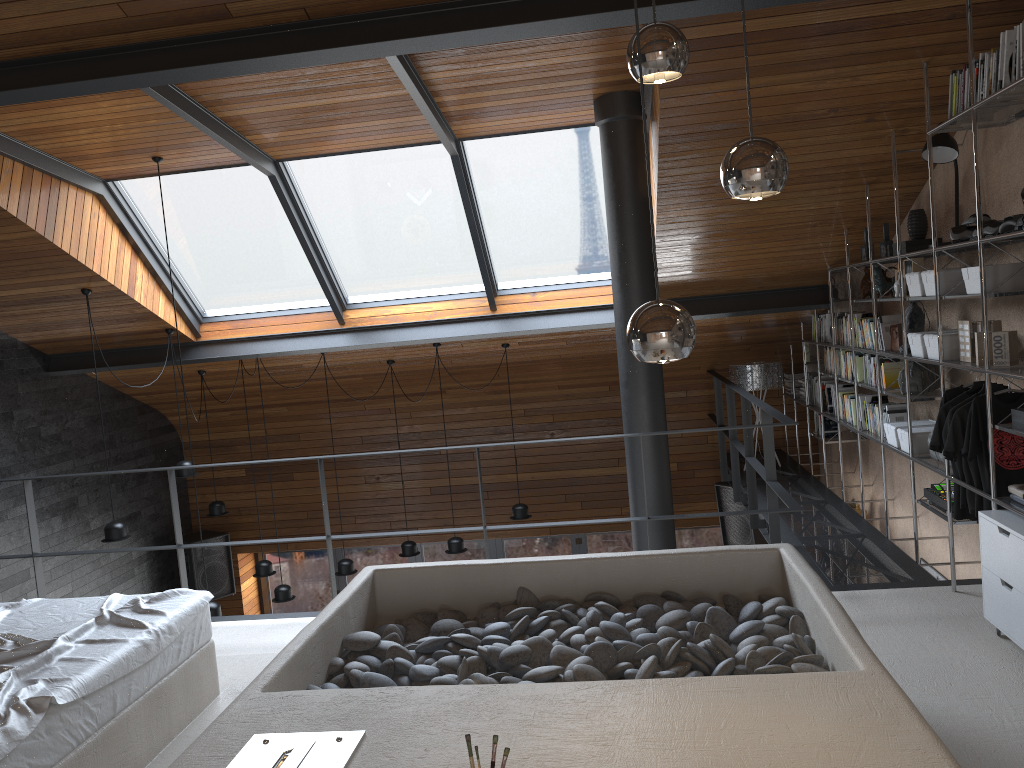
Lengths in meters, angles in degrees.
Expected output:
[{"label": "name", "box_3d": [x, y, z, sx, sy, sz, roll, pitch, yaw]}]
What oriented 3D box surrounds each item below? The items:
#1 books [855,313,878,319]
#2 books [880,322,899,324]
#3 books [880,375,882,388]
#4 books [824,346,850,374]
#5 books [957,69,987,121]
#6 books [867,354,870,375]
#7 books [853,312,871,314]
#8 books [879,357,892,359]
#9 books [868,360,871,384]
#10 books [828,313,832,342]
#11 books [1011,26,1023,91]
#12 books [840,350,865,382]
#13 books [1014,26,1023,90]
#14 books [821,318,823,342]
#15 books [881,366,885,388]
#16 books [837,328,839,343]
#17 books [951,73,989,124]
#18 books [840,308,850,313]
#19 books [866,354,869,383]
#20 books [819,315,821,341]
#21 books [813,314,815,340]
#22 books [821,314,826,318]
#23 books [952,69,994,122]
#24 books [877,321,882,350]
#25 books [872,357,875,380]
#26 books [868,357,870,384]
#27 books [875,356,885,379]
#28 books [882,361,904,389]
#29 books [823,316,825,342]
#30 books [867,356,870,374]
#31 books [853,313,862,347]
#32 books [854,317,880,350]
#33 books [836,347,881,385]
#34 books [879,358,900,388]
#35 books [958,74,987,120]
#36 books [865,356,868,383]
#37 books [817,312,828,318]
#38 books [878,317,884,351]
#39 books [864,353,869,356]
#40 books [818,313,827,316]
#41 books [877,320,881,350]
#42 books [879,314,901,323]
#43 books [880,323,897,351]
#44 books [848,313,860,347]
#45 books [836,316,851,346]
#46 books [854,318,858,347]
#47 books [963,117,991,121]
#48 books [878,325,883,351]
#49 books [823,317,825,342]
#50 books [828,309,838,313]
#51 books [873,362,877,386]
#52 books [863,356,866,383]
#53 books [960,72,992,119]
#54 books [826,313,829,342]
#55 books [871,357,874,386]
[{"label": "books", "box_3d": [2.515, -0.385, 6.262, 0.148, 0.233, 0.053, -5, 4, 7]}, {"label": "books", "box_3d": [2.423, -0.305, 5.658, 0.117, 0.176, 0.074, -5, 4, 7]}, {"label": "books", "box_3d": [2.476, -0.065, 5.800, 0.148, 0.167, 0.053, -5, 4, 7]}, {"label": "books", "box_3d": [2.613, -0.198, 7.127, 0.130, 0.216, 0.311, -5, 4, 7]}, {"label": "books", "box_3d": [2.183, -1.367, 4.177, 0.160, 0.228, 0.080, -5, 4, 7]}, {"label": "books", "box_3d": [2.547, -0.113, 6.099, 0.192, 0.204, 0.012, -5, 4, 7]}, {"label": "books", "box_3d": [2.514, -0.394, 6.376, 0.143, 0.236, 0.062, -5, 4, 7]}, {"label": "books", "box_3d": [2.488, -0.080, 5.838, 0.129, 0.188, 0.010, -5, 4, 7]}, {"label": "books", "box_3d": [2.500, -0.085, 6.040, 0.130, 0.169, 0.010, -5, 4, 7]}, {"label": "books", "box_3d": [2.583, -0.451, 7.040, 0.148, 0.229, 0.073, -5, 4, 7]}, {"label": "books", "box_3d": [2.133, -1.332, 3.599, 0.191, 0.249, 0.077, -5, 4, 7]}, {"label": "books", "box_3d": [2.531, -0.138, 6.482, 0.139, 0.208, 0.494, -5, 4, 7]}, {"label": "books", "box_3d": [2.137, -1.330, 3.587, 0.191, 0.244, 0.075, -5, 4, 7]}, {"label": "books", "box_3d": [2.609, -0.450, 7.320, 0.111, 0.194, 0.059, -5, 4, 7]}, {"label": "books", "box_3d": [2.469, -0.050, 5.743, 0.131, 0.147, 0.045, -5, 4, 7]}, {"label": "books", "box_3d": [2.573, -0.415, 6.806, 0.148, 0.206, 0.018, -5, 4, 7]}, {"label": "books", "box_3d": [2.196, -1.374, 4.242, 0.169, 0.229, 0.077, -5, 4, 7]}, {"label": "books", "box_3d": [2.576, -0.445, 6.774, 0.143, 0.268, 0.020, -5, 4, 7]}, {"label": "books", "box_3d": [2.544, -0.115, 6.111, 0.191, 0.207, 0.012, -5, 4, 7]}, {"label": "books", "box_3d": [2.645, -0.471, 7.399, 0.161, 0.220, 0.074, -5, 4, 7]}, {"label": "books", "box_3d": [2.693, -0.498, 7.665, 0.169, 0.229, 0.077, -5, 4, 7]}, {"label": "books", "box_3d": [2.616, -0.467, 7.327, 0.122, 0.227, 0.076, -5, 4, 7]}, {"label": "books", "box_3d": [2.220, -1.390, 4.274, 0.206, 0.249, 0.074, -5, 4, 7]}, {"label": "books", "box_3d": [2.435, -0.318, 5.721, 0.127, 0.192, 0.079, -5, 4, 7]}, {"label": "books", "box_3d": [2.495, -0.090, 5.940, 0.148, 0.190, 0.013, -5, 4, 7]}, {"label": "books", "box_3d": [2.520, -0.099, 6.061, 0.160, 0.187, 0.021, -5, 4, 7]}, {"label": "books", "box_3d": [2.500, -0.090, 5.904, 0.146, 0.195, 0.023, -5, 4, 7]}, {"label": "books", "box_3d": [2.469, -0.058, 5.727, 0.129, 0.165, 0.056, -5, 4, 7]}, {"label": "books", "box_3d": [2.621, -0.458, 7.278, 0.137, 0.213, 0.068, -5, 4, 7]}, {"label": "books", "box_3d": [2.524, -0.103, 6.090, 0.148, 0.190, 0.013, -5, 4, 7]}, {"label": "books", "box_3d": [2.488, -0.385, 6.300, 0.148, 0.233, 0.053, -5, 4, 7]}, {"label": "books", "box_3d": [2.454, -0.344, 6.000, 0.139, 0.206, 0.497, -5, 4, 7]}, {"label": "books", "box_3d": [2.553, -0.146, 6.501, 0.138, 0.212, 1.041, -5, 4, 7]}, {"label": "books", "box_3d": [2.461, -0.071, 5.759, 0.129, 0.186, 0.050, -5, 4, 7]}, {"label": "books", "box_3d": [2.164, -1.352, 4.157, 0.130, 0.202, 0.063, -5, 4, 7]}, {"label": "books", "box_3d": [2.533, -0.106, 6.127, 0.169, 0.189, 0.018, -5, 4, 7]}, {"label": "books", "box_3d": [2.658, -0.490, 7.533, 0.143, 0.233, 0.081, -5, 4, 7]}, {"label": "books", "box_3d": [2.444, -0.326, 5.674, 0.161, 0.215, 0.092, -5, 4, 7]}, {"label": "books", "box_3d": [2.558, -0.120, 6.162, 0.207, 0.207, 0.010, -5, 4, 7]}, {"label": "books", "box_3d": [2.661, -0.485, 7.519, 0.129, 0.226, 0.069, -5, 4, 7]}, {"label": "books", "box_3d": [2.429, -0.319, 5.733, 0.127, 0.192, 0.079, -5, 4, 7]}, {"label": "books", "box_3d": [2.455, -0.339, 5.666, 0.177, 0.209, 0.082, -5, 4, 7]}, {"label": "books", "box_3d": [2.417, -0.300, 5.647, 0.112, 0.169, 0.068, -5, 4, 7]}, {"label": "books", "box_3d": [2.493, -0.389, 6.348, 0.148, 0.233, 0.053, -5, 4, 7]}, {"label": "books", "box_3d": [2.537, -0.406, 6.654, 0.131, 0.216, 0.509, -5, 4, 7]}, {"label": "books", "box_3d": [2.509, -0.371, 6.273, 0.149, 0.205, 0.049, -5, 4, 7]}, {"label": "books", "box_3d": [2.196, -1.371, 4.192, 0.148, 0.229, 0.073, -5, 4, 7]}, {"label": "books", "box_3d": [2.429, -0.303, 5.705, 0.119, 0.166, 0.072, -5, 4, 7]}, {"label": "books", "box_3d": [2.621, -0.452, 7.266, 0.131, 0.202, 0.068, -5, 4, 7]}, {"label": "books", "box_3d": [2.626, -0.473, 7.161, 0.143, 0.264, 0.088, -5, 4, 7]}, {"label": "books", "box_3d": [2.493, -0.074, 5.927, 0.143, 0.161, 0.019, -5, 4, 7]}, {"label": "books", "box_3d": [2.520, -0.107, 6.156, 0.148, 0.190, 0.013, -5, 4, 7]}, {"label": "books", "box_3d": [2.175, -1.354, 4.143, 0.146, 0.208, 0.071, -5, 4, 7]}, {"label": "books", "box_3d": [2.587, -0.455, 7.086, 0.148, 0.229, 0.073, -5, 4, 7]}, {"label": "books", "box_3d": [2.492, -0.090, 5.954, 0.148, 0.190, 0.013, -5, 4, 7]}]
